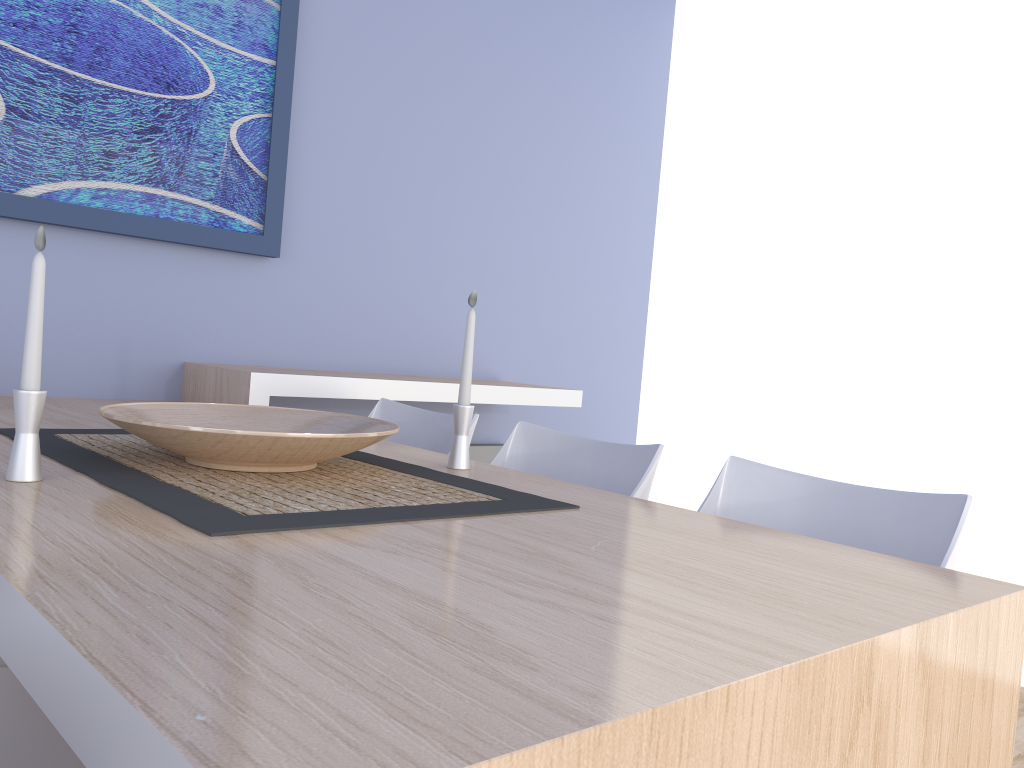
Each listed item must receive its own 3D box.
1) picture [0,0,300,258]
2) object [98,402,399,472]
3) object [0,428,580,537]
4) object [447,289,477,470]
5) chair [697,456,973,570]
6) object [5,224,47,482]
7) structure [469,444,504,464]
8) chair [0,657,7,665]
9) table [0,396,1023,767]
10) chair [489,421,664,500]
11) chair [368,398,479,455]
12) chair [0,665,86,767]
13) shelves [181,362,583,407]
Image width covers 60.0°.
[{"bbox_3d":[-1.182,-0.881,2.416,1.252,0.901,0.049,3,2,-42],"label":"picture"},{"bbox_3d":[-0.445,0.096,1.530,0.493,0.081,0.493,4,2,-24],"label":"object"},{"bbox_3d":[-0.444,0.138,1.532,0.594,0.005,0.986,3,2,-43],"label":"object"},{"bbox_3d":[-0.089,-0.011,1.716,0.045,0.349,0.045,3,2,-42],"label":"object"},{"bbox_3d":[0.400,0.540,1.417,0.486,0.793,0.510,3,2,-42],"label":"chair"},{"bbox_3d":[-0.652,-0.043,1.207,0.045,0.349,0.045,5,2,0],"label":"object"},{"bbox_3d":[-1.454,0.413,2.311,3.843,0.503,0.064,3,2,-42],"label":"structure"},{"bbox_3d":[-0.832,0.444,1.074,0.486,0.793,0.510,3,2,-42],"label":"chair"},{"bbox_3d":[-0.553,0.489,1.616,1.002,0.718,2.340,3,2,-42],"label":"table"},{"bbox_3d":[0.004,0.492,1.859,0.486,0.793,0.510,3,2,-41],"label":"chair"},{"bbox_3d":[-0.387,0.444,2.294,0.486,0.793,0.510,3,2,-42],"label":"chair"},{"bbox_3d":[-0.450,0.491,0.648,0.486,0.793,0.510,3,2,-42],"label":"chair"},{"bbox_3d":[-1.376,0.340,2.130,3.901,0.840,0.463,3,2,-42],"label":"shelves"}]
